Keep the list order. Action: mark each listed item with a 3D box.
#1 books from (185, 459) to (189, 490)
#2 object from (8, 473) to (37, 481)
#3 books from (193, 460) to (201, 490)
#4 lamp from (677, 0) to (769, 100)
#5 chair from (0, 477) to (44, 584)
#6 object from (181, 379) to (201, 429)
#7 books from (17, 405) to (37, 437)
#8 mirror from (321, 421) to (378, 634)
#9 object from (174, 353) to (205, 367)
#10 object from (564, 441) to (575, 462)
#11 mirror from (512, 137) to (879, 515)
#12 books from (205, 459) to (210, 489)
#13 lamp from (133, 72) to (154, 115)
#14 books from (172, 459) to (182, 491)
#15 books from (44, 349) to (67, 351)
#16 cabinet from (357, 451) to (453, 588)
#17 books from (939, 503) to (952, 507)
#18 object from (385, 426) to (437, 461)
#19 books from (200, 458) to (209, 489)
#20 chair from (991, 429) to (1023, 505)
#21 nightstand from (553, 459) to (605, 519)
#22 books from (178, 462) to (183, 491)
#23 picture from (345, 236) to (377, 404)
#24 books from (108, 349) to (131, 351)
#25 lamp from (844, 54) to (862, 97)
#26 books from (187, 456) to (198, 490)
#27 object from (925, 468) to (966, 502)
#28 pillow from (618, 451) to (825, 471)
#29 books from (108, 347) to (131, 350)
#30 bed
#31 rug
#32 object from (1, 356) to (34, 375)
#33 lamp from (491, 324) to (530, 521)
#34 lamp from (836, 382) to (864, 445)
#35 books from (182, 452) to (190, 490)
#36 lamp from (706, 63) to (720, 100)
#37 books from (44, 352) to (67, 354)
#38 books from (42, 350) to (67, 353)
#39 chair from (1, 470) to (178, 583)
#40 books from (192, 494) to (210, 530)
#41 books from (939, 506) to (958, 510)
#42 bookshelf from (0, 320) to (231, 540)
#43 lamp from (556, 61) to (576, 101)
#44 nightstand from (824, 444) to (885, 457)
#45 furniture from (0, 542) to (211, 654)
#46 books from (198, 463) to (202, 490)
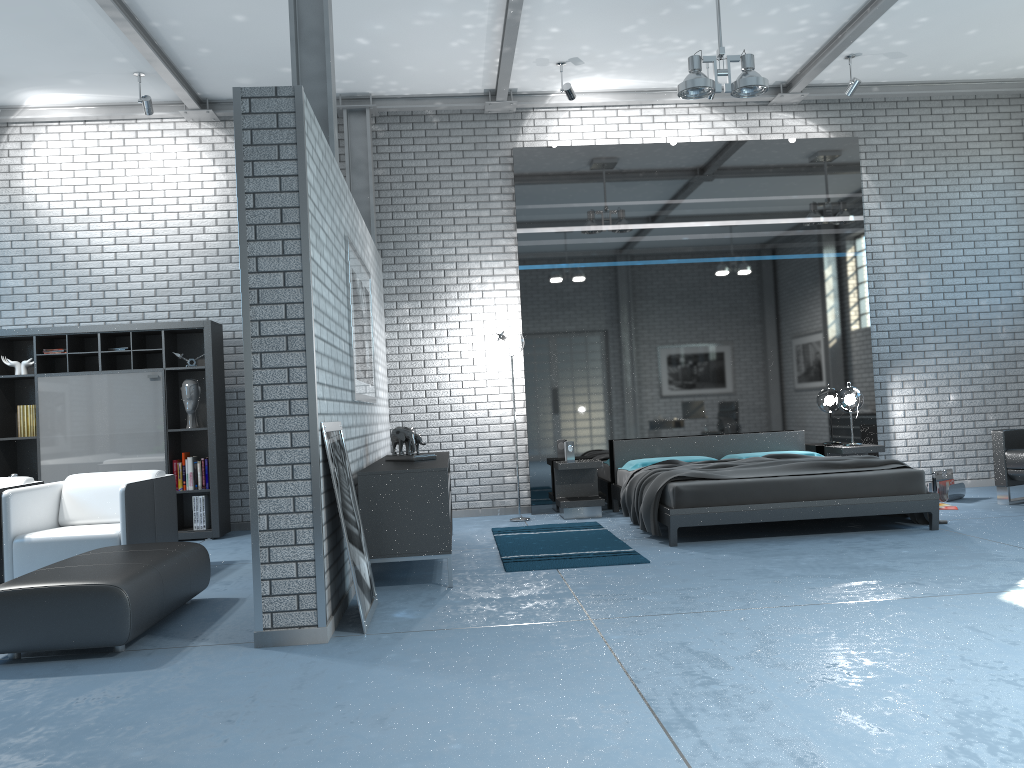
[{"bbox_3d":[-2.858,0.800,7.856,0.020,0.270,0.153,-3,-2,-4],"label":"books"},{"bbox_3d":[-4.268,0.891,7.789,0.095,0.229,0.285,-5,-2,42],"label":"object"},{"bbox_3d":[-2.783,0.803,7.866,0.038,0.256,0.144,-3,-2,-4],"label":"books"},{"bbox_3d":[1.453,-2.469,6.212,0.639,0.872,0.300,-3,-2,-4],"label":"lamp"},{"bbox_3d":[-3.636,0.976,5.845,0.767,0.661,0.919,-3,-2,-6],"label":"chair"},{"bbox_3d":[-2.864,0.176,7.920,0.156,0.443,0.156,-4,-2,40],"label":"object"},{"bbox_3d":[-4.219,0.325,7.808,0.167,0.275,0.195,-3,-2,-4],"label":"books"},{"bbox_3d":[-0.796,0.671,4.402,0.165,0.978,0.674,-3,-2,-4],"label":"mirror"},{"bbox_3d":[-2.871,-0.217,7.931,0.322,0.147,0.072,-2,-2,-32],"label":"object"},{"bbox_3d":[0.528,0.617,8.122,0.100,0.184,0.032,-2,-2,-36],"label":"object"},{"bbox_3d":[1.789,-0.594,8.549,3.400,3.500,0.050,-3,-2,-4],"label":"mirror"},{"bbox_3d":[-2.687,0.795,7.867,0.027,0.263,0.155,-3,-2,-4],"label":"books"},{"bbox_3d":[-3.134,-2.462,7.542,0.137,0.332,0.167,-2,-2,-14],"label":"lamp"},{"bbox_3d":[-2.956,0.805,7.849,0.049,0.270,0.155,-3,-2,-4],"label":"books"},{"bbox_3d":[-4.023,-0.296,7.827,0.190,0.015,0.135,-2,-2,-24],"label":"books"},{"bbox_3d":[-0.679,0.868,6.151,0.510,0.682,2.250,-3,-2,-4],"label":"cabinet"},{"bbox_3d":[3.593,1.030,7.554,0.219,0.011,0.297,-3,-2,8],"label":"books"},{"bbox_3d":[-0.712,0.409,6.150,0.221,0.237,0.369,-1,-2,-39],"label":"object"},{"bbox_3d":[-2.720,0.793,7.865,0.038,0.270,0.155,-3,-2,-4],"label":"books"},{"bbox_3d":[4.596,0.426,7.322,0.940,1.099,0.763,-2,-2,-29],"label":"chair"},{"bbox_3d":[0.612,0.954,8.091,0.400,0.501,0.400,-3,-2,-4],"label":"nightstand"},{"bbox_3d":[-2.911,0.815,7.843,0.038,0.244,0.171,-3,-2,-4],"label":"books"},{"bbox_3d":[-1.040,-0.379,6.171,0.020,1.015,1.490,-3,-2,-4],"label":"picture"},{"bbox_3d":[-3.460,-0.294,7.863,0.190,0.015,0.135,-4,-2,18],"label":"books"},{"bbox_3d":[3.034,-2.760,7.958,0.137,0.343,0.161,-2,-2,-34],"label":"lamp"},{"bbox_3d":[-2.825,0.789,7.853,0.046,0.288,0.164,-3,-2,-4],"label":"books"},{"bbox_3d":[3.844,0.902,7.905,0.352,0.271,0.236,-1,-2,-40],"label":"object"},{"bbox_3d":[1.894,0.698,8.057,1.810,0.115,0.567,-3,-2,-4],"label":"pillow"},{"bbox_3d":[-3.459,-0.308,7.874,0.190,0.015,0.135,-3,-2,7],"label":"books"},{"bbox_3d":[2.032,0.780,7.253,2.290,0.674,2.261,-3,-2,-4],"label":"bed"},{"bbox_3d":[0.342,1.166,6.498,0.886,0.012,2.060,-3,-2,-4],"label":"rug"},{"bbox_3d":[-4.316,-0.163,7.797,0.308,0.180,0.106,-2,-2,-14],"label":"object"},{"bbox_3d":[0.024,0.339,8.025,0.259,1.773,0.250,-5,-2,41],"label":"lamp"},{"bbox_3d":[3.197,0.274,8.358,0.259,0.596,0.250,-3,-2,4],"label":"lamp"},{"bbox_3d":[-2.882,0.772,7.855,0.026,0.329,0.155,-3,-2,-4],"label":"books"},{"bbox_3d":[1.749,-2.702,7.871,0.137,0.332,0.167,-2,-2,-14],"label":"lamp"},{"bbox_3d":[-4.004,-0.267,7.822,0.190,0.015,0.135,-3,-2,-9],"label":"books"},{"bbox_3d":[-4.013,-0.282,7.825,0.190,0.015,0.135,-3,-2,1],"label":"books"},{"bbox_3d":[-2.740,0.930,5.867,0.767,0.661,0.919,-3,-2,-1],"label":"chair"},{"bbox_3d":[-2.743,1.131,7.834,0.104,0.295,0.146,-3,-2,-4],"label":"books"},{"bbox_3d":[3.534,1.030,7.360,0.300,0.005,0.214,-4,-2,26],"label":"books"},{"bbox_3d":[-3.568,0.451,7.875,1.930,1.920,0.419,-3,-2,-4],"label":"bookshelf"},{"bbox_3d":[0.471,-2.650,7.773,0.137,0.311,0.166,-4,-2,21],"label":"lamp"},{"bbox_3d":[3.203,0.827,8.266,0.400,0.501,0.400,-3,-2,-4],"label":"nightstand"},{"bbox_3d":[-2.030,1.025,4.462,0.685,0.301,1.291,-3,-2,-4],"label":"furniture"},{"bbox_3d":[-2.751,0.815,7.862,0.026,0.229,0.155,-3,-2,-4],"label":"books"}]
